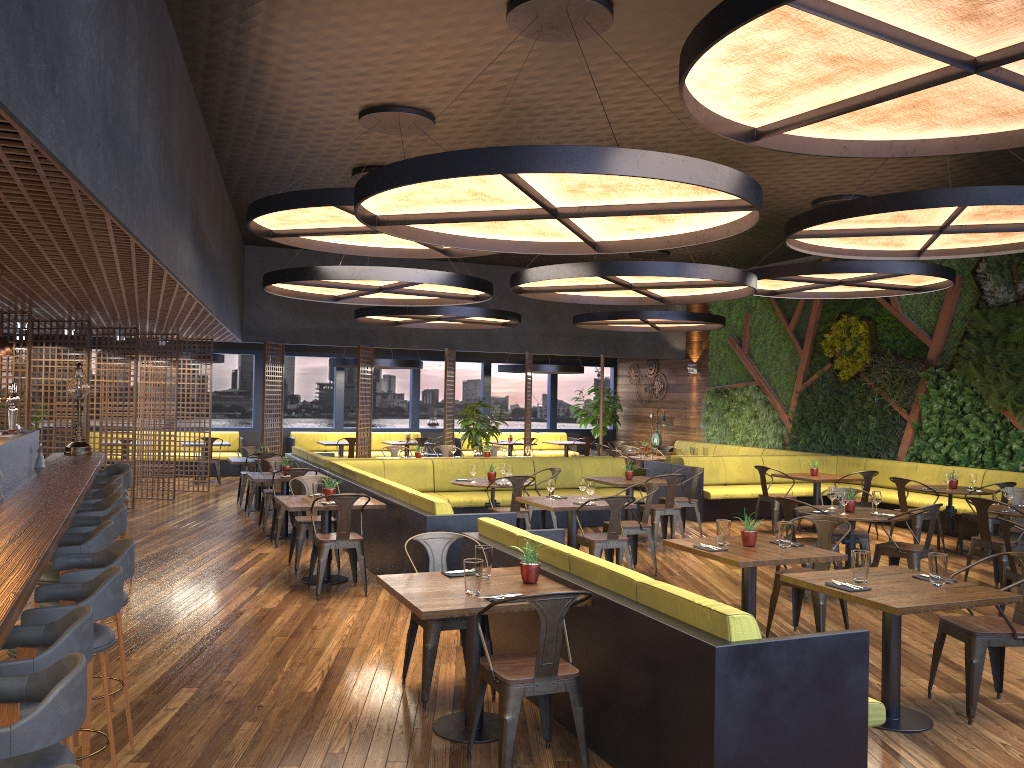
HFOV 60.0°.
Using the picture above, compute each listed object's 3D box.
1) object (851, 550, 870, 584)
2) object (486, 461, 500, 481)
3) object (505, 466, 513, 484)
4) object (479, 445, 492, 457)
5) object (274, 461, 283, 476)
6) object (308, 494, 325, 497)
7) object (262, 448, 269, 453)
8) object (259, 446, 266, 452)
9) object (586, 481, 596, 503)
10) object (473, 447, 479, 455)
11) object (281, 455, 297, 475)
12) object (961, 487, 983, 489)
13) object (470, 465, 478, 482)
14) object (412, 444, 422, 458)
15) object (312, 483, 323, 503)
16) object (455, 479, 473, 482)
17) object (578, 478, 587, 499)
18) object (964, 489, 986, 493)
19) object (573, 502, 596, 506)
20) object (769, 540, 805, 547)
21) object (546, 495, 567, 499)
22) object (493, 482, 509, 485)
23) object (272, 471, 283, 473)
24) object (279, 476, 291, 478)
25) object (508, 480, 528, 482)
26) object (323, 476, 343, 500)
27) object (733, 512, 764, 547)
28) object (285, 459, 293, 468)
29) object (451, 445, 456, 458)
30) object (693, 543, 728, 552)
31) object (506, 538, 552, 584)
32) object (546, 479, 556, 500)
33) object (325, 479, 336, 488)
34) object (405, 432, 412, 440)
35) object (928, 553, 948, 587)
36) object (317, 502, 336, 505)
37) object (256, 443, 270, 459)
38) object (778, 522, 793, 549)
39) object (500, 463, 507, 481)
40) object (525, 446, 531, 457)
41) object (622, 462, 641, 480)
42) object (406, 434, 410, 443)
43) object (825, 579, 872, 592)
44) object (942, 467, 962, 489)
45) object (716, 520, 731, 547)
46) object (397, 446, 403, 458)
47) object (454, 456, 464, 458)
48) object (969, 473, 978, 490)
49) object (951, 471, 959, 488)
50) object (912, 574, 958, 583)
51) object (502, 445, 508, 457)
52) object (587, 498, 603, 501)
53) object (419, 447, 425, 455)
[{"bbox_3d":[1.984,1.043,5.052,0.102,0.178,0.102,0,-1,43],"label":"object"},{"bbox_3d":[-0.251,1.035,10.688,0.238,0.271,0.260,1,-1,-1],"label":"object"},{"bbox_3d":[-0.034,1.071,10.483,0.097,0.206,0.097,1,-1,2],"label":"object"},{"bbox_3d":[-0.420,1.089,14.626,0.238,0.271,0.260,1,-1,-1],"label":"object"},{"bbox_3d":[-2.837,1.031,10.774,0.102,0.178,0.102,2,-1,-37],"label":"object"},{"bbox_3d":[-1.883,1.101,8.780,0.255,0.019,0.157,1,-1,-23],"label":"object"},{"bbox_3d":[-3.715,1.051,13.356,0.102,0.178,0.102,1,-1,-17],"label":"object"},{"bbox_3d":[-3.846,1.053,13.650,0.102,0.178,0.102,1,-1,-7],"label":"object"},{"bbox_3d":[0.771,1.061,8.704,0.097,0.206,0.097,2,-1,-31],"label":"object"},{"bbox_3d":[-0.579,1.117,14.327,0.097,0.206,0.097,1,-1,23],"label":"object"},{"bbox_3d":[-2.782,0.989,11.005,0.260,0.271,0.238,1,-1,-21],"label":"object"},{"bbox_3d":[5.697,1.286,11.014,0.255,0.019,0.157,1,-1,-21],"label":"object"},{"bbox_3d":[-0.456,1.064,10.549,0.097,0.206,0.097,1,-1,19],"label":"object"},{"bbox_3d":[-1.504,1.061,14.176,0.238,0.271,0.260,1,-1,-1],"label":"object"},{"bbox_3d":[-1.814,1.015,8.269,0.102,0.178,0.102,1,-1,13],"label":"object"},{"bbox_3d":[-0.548,1.158,10.696,0.255,0.019,0.157,1,-1,10],"label":"object"},{"bbox_3d":[0.722,1.065,9.043,0.097,0.206,0.097,1,-1,-22],"label":"object"},{"bbox_3d":[5.522,1.277,10.618,0.157,0.019,0.255,1,-1,-23],"label":"object"},{"bbox_3d":[0.690,1.151,8.548,0.157,0.019,0.255,1,-1,-22],"label":"object"},{"bbox_3d":[1.987,1.142,6.361,0.157,0.019,0.255,1,-1,-23],"label":"object"},{"bbox_3d":[0.467,1.155,9.067,0.157,0.019,0.255,1,-1,-22],"label":"object"},{"bbox_3d":[-0.131,1.161,10.336,0.157,0.019,0.255,1,-1,-16],"label":"object"},{"bbox_3d":[-2.918,1.117,11.274,0.255,0.019,0.157,1,-1,-23],"label":"object"},{"bbox_3d":[-2.703,1.112,10.672,0.255,0.019,0.157,1,-1,-23],"label":"object"},{"bbox_3d":[0.049,1.171,10.775,0.255,0.019,0.157,1,-1,-20],"label":"object"},{"bbox_3d":[-1.749,0.973,8.485,0.238,0.271,0.260,1,-1,-1],"label":"object"},{"bbox_3d":[1.667,1.008,6.260,0.238,0.271,0.260,1,-1,16],"label":"object"},{"bbox_3d":[-2.808,1.037,11.149,0.102,0.178,0.102,2,-1,-37],"label":"object"},{"bbox_3d":[-0.960,1.112,14.535,0.097,0.206,0.097,1,-1,23],"label":"object"},{"bbox_3d":[1.361,1.126,6.136,0.157,0.019,0.255,1,-1,-23],"label":"object"},{"bbox_3d":[0.106,0.957,4.891,0.238,0.271,0.260,1,-1,-17],"label":"object"},{"bbox_3d":[0.390,1.057,8.913,0.097,0.206,0.097,2,-1,-31],"label":"object"},{"bbox_3d":[-1.773,1.021,8.655,0.102,0.178,0.102,2,-1,-37],"label":"object"},{"bbox_3d":[-2.218,1.117,18.999,0.238,0.271,0.260,1,-1,-1],"label":"object"},{"bbox_3d":[2.407,1.051,5.012,0.102,0.178,0.102,0,-1,43],"label":"object"},{"bbox_3d":[-1.669,1.096,8.178,0.255,0.019,0.157,1,-1,-23],"label":"object"},{"bbox_3d":[-3.808,1.005,13.477,0.260,0.271,0.238,1,-1,-21],"label":"object"},{"bbox_3d":[1.911,1.059,6.205,0.102,0.178,0.102,1,-1,-17],"label":"object"},{"bbox_3d":[-0.102,1.076,10.861,0.097,0.206,0.097,1,-1,16],"label":"object"},{"bbox_3d":[0.260,1.138,14.675,0.097,0.206,0.097,1,-1,23],"label":"object"},{"bbox_3d":[1.499,1.078,11.261,0.260,0.271,0.238,1,-1,13],"label":"object"},{"bbox_3d":[-2.207,1.161,18.815,0.102,0.178,0.102,2,-1,-37],"label":"object"},{"bbox_3d":[1.856,1.119,4.943,0.157,0.019,0.255,1,-1,-23],"label":"object"},{"bbox_3d":[5.423,1.150,10.924,0.260,0.271,0.238,1,-1,16],"label":"object"},{"bbox_3d":[1.489,1.051,6.246,0.102,0.178,0.102,1,-1,33],"label":"object"},{"bbox_3d":[-1.799,1.090,14.187,0.097,0.206,0.097,1,-1,23],"label":"object"},{"bbox_3d":[-0.883,1.210,14.689,0.157,0.019,0.255,1,-1,-22],"label":"object"},{"bbox_3d":[5.601,1.187,10.775,0.097,0.206,0.097,1,-1,31],"label":"object"},{"bbox_3d":[5.546,1.191,11.099,0.097,0.206,0.097,1,-1,-3],"label":"object"},{"bbox_3d":[2.482,1.134,5.168,0.157,0.019,0.255,1,-1,-23],"label":"object"},{"bbox_3d":[-0.121,1.134,14.883,0.097,0.206,0.097,1,-1,23],"label":"object"},{"bbox_3d":[0.876,1.161,8.963,0.255,0.019,0.157,1,-1,-22],"label":"object"},{"bbox_3d":[-1.418,1.095,13.979,0.097,0.206,0.097,1,-1,23],"label":"object"}]
